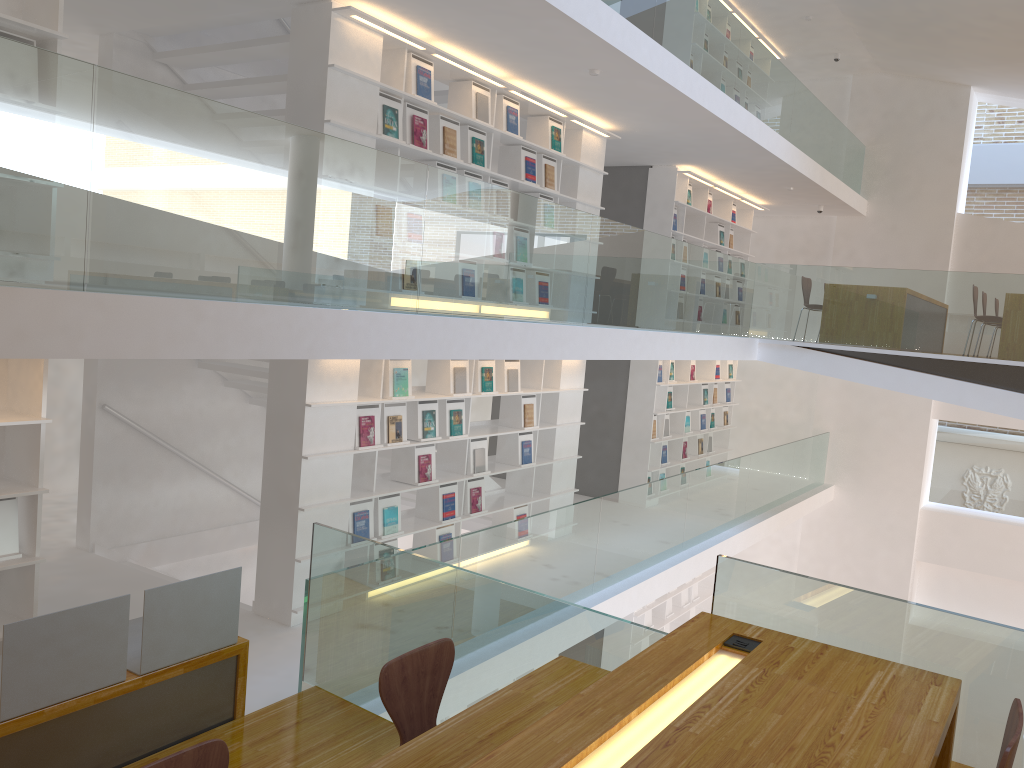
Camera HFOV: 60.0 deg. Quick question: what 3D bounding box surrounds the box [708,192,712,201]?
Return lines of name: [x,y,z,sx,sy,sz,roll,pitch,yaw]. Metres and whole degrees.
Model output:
box: [2.357,-2.237,11.011,0.274,0.296,0.245,8,5,32]

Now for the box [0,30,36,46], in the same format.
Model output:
box: [-2.276,-1.398,3.924,0.274,0.296,0.245,8,5,32]

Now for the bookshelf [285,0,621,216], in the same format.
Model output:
bookshelf: [-0.244,-1.456,6.978,0.498,1.836,3.666,8,5,32]

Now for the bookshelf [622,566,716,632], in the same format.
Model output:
bookshelf: [2.143,2.503,11.566,0.498,1.836,2.984,8,5,32]

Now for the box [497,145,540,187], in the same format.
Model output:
box: [0.065,-1.811,7.392,0.274,0.296,0.245,8,5,32]

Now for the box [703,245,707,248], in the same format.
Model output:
box: [2.311,-1.584,11.084,0.274,0.296,0.245,8,5,32]

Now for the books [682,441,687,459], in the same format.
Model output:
books: [2.183,0.835,11.208,0.037,0.210,0.145,8,5,32]

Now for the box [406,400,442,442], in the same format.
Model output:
box: [-0.698,0.255,6.637,0.274,0.296,0.245,8,5,32]

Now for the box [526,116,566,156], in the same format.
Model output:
box: [0.303,-2.144,7.694,0.274,0.296,0.245,8,5,32]

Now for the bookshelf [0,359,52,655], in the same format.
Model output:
bookshelf: [-3.095,0.700,2.959,0.498,1.836,2.984,8,5,32]

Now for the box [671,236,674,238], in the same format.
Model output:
box: [1.732,-1.561,10.180,0.274,0.296,0.245,8,5,32]

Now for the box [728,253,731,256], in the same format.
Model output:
box: [2.791,-1.604,11.833,0.274,0.296,0.245,8,5,32]

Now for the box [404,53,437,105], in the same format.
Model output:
box: [-0.689,-2.104,6.145,0.274,0.296,0.245,8,5,32]

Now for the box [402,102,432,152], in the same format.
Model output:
box: [-0.728,-1.778,6.178,0.274,0.296,0.245,8,5,32]

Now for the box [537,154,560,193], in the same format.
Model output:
box: [0.248,-1.816,7.679,0.274,0.296,0.245,8,5,32]

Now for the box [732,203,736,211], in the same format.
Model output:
box: [2.852,-2.256,11.789,0.274,0.296,0.245,8,5,32]

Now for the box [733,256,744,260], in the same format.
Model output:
box: [3.080,-1.616,12.284,0.274,0.296,0.245,8,5,32]

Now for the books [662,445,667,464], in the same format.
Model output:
books: [1.829,0.846,10.649,0.037,0.210,0.145,8,5,32]

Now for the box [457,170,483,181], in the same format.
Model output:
box: [-0.368,-1.465,6.786,0.274,0.296,0.245,8,5,32]

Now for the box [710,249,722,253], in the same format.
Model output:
box: [2.602,-1.596,11.537,0.274,0.296,0.245,8,5,32]

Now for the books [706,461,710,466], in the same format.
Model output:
books: [2.640,1.147,11.986,0.037,0.210,0.145,8,5,32]

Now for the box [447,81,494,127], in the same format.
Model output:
box: [-0.306,-2.119,6.743,0.274,0.296,0.245,8,5,32]

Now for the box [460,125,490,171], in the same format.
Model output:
box: [-0.338,-1.792,6.764,0.274,0.296,0.245,8,5,32]

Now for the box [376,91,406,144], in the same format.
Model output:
box: [-0.881,-1.771,5.915,0.274,0.296,0.245,8,5,32]

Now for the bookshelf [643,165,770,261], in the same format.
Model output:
bookshelf: [2.489,-1.567,11.238,0.498,1.836,2.984,8,5,32]

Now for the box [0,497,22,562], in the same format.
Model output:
box: [-2.450,0.649,4.089,0.274,0.296,0.245,8,5,32]

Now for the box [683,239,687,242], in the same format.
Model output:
box: [1.935,-1.569,10.496,0.274,0.296,0.245,8,5,32]

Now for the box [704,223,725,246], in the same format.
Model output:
box: [2.629,-1.922,11.510,0.274,0.296,0.245,8,5,32]

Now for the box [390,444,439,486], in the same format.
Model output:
box: [-0.723,0.582,6.668,0.274,0.296,0.245,8,5,32]

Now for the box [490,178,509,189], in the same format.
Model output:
box: [-0.169,-1.474,7.097,0.274,0.296,0.245,8,5,32]

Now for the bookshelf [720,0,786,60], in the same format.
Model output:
bookshelf: [2.663,-3.600,11.074,0.498,1.836,2.984,8,5,32]

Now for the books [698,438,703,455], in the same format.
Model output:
books: [2.489,0.826,11.680,0.037,0.210,0.145,8,5,32]

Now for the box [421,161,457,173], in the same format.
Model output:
box: [-0.551,-1.458,6.501,0.274,0.296,0.245,8,5,32]

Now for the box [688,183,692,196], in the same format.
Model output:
box: [1.989,-2.221,10.442,0.274,0.296,0.245,8,5,32]

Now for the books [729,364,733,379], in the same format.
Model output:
books: [3.046,-0.168,12.347,0.037,0.210,0.145,8,5,32]

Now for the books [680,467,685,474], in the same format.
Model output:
books: [2.156,1.164,11.231,0.037,0.210,0.145,8,5,32]

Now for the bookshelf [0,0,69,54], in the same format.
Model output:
bookshelf: [-2.920,-1.347,2.794,0.498,1.836,2.984,8,5,32]

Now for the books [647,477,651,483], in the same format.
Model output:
books: [1.579,1.194,10.332,0.037,0.210,0.145,8,5,32]

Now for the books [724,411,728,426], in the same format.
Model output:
books: [2.994,0.489,12.402,0.037,0.210,0.145,8,5,32]

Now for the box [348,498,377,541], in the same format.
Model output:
box: [-1.109,0.930,6.136,0.274,0.296,0.245,8,5,32]

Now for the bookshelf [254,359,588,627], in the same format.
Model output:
bookshelf: [-0.461,0.585,7.170,0.397,1.836,3.666,8,5,32]

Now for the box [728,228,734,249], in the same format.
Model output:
box: [2.824,-1.931,11.815,0.274,0.296,0.245,8,5,32]

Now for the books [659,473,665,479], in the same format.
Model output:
books: [1.812,1.187,10.696,0.037,0.210,0.145,8,5,32]

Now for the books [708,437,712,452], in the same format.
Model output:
books: [2.668,0.819,11.960,0.037,0.210,0.145,8,5,32]

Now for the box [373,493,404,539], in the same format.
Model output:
box: [-0.950,0.923,6.385,0.274,0.296,0.245,8,5,32]

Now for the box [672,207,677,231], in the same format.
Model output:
box: [1.756,-1.887,10.148,0.274,0.296,0.245,8,5,32]

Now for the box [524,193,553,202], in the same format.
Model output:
box: [0.221,-1.490,7.706,0.274,0.296,0.245,8,5,32]

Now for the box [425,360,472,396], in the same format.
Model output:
box: [-0.481,-0.072,6.908,0.274,0.296,0.245,8,5,32]

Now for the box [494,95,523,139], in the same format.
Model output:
box: [-0.081,-2.128,7.095,0.274,0.296,0.245,8,5,32]

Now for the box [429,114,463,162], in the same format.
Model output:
box: [-0.524,-1.784,6.473,0.274,0.296,0.245,8,5,32]

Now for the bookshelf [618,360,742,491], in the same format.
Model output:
bookshelf: [2.315,0.480,11.403,0.498,1.836,2.984,8,5,32]
